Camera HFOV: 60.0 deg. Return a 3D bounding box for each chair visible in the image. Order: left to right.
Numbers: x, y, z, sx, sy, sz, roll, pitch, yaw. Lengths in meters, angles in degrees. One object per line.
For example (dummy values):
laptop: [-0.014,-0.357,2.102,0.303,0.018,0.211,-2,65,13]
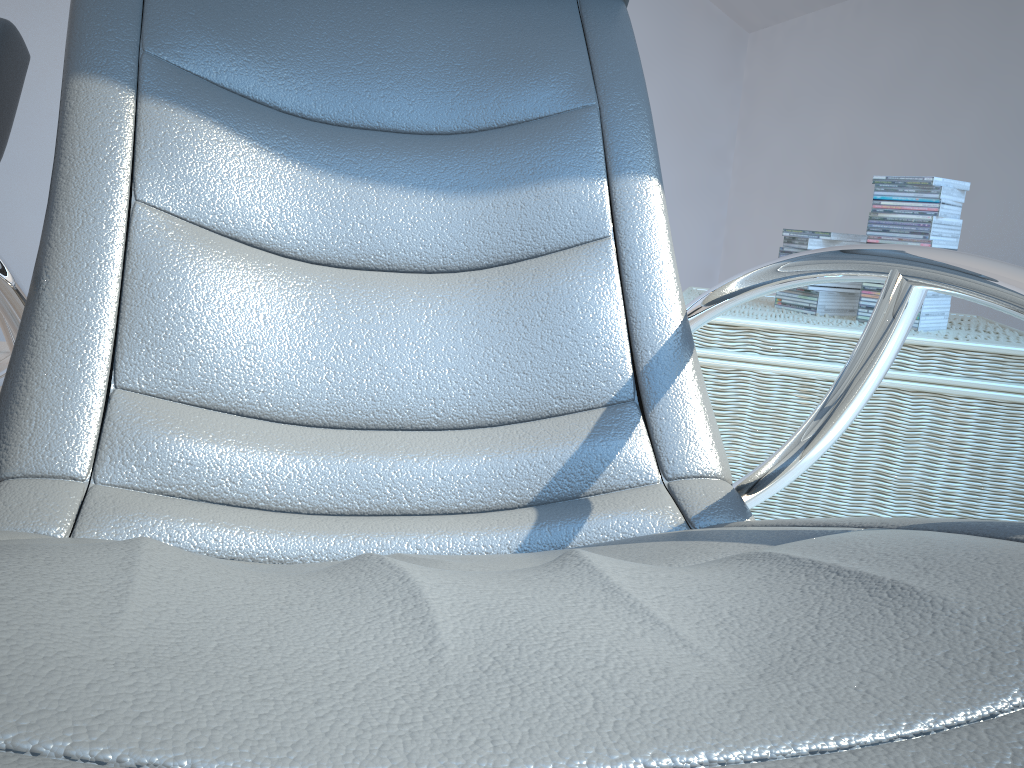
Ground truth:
chair: [-1.123,-0.061,0.864,0.836,0.953,2.114,2,11,-15]
chair: [-0.044,-0.075,0.607,0.836,1.251,1.938,2,11,-15]

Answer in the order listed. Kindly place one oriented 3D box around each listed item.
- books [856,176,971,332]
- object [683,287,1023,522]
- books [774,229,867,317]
books: [0.800,-0.260,1.786,0.149,0.300,0.149,-6,15,-43]
object: [0.708,0.094,2.004,0.745,0.518,0.744,7,11,14]
books: [0.685,-0.245,1.973,0.162,0.184,0.165,1,11,-17]
